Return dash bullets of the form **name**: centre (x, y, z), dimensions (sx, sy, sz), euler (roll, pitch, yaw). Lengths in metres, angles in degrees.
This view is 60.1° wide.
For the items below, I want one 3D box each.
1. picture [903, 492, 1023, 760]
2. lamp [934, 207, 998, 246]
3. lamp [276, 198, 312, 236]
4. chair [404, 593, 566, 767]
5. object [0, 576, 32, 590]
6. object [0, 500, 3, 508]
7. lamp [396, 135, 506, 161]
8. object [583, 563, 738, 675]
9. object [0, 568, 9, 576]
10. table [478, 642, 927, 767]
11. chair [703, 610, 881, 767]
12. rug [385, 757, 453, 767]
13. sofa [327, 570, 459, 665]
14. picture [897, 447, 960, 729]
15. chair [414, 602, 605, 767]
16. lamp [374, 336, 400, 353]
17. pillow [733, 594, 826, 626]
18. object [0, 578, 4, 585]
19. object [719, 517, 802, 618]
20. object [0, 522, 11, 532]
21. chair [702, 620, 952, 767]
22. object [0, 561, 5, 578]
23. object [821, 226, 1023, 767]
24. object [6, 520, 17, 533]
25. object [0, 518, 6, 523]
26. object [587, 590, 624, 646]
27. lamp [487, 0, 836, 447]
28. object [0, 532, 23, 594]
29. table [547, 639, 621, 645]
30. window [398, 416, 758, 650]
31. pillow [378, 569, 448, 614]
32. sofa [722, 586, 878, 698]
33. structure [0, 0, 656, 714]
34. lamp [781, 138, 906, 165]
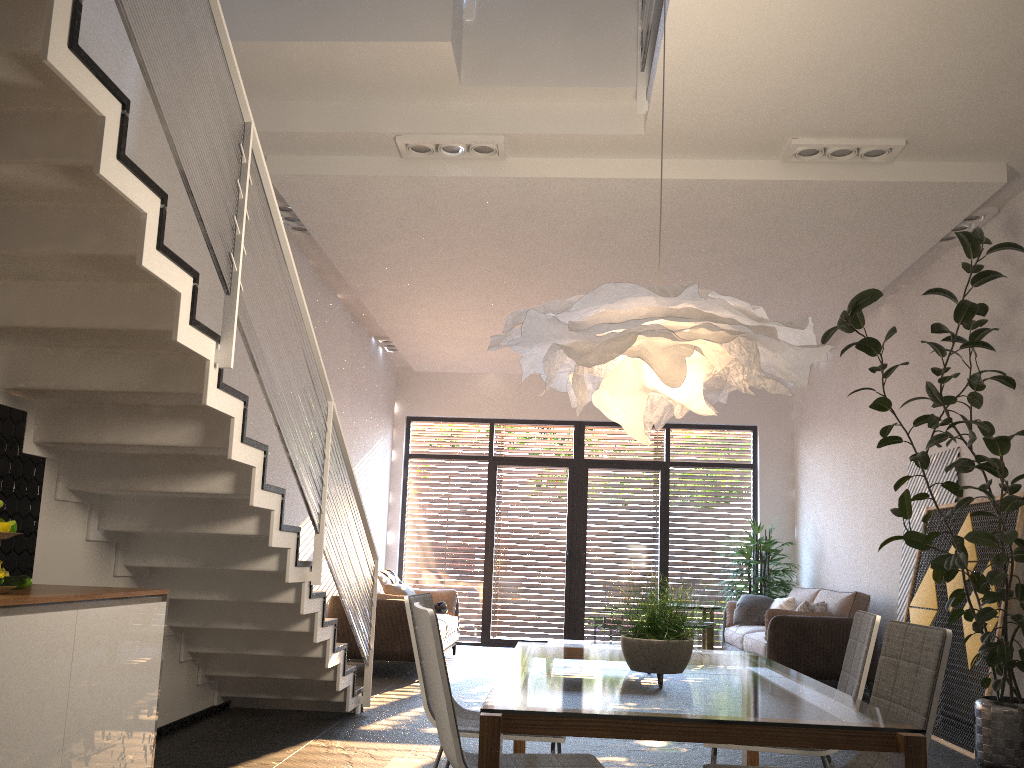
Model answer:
- **picture**: centre (2.999, 1.595, 6.075), dimensions (0.386, 1.592, 1.511), euler (2, -10, 4)
- **lamp**: centre (3.178, -1.130, 6.311), dimensions (0.253, 0.065, 0.651), euler (1, -11, 3)
- **lamp**: centre (-1.639, -1.251, 6.602), dimensions (0.253, 0.065, 0.651), euler (1, -11, 3)
- **chair**: centre (-0.098, 1.255, 3.279), dimensions (0.601, 0.912, 0.479), euler (1, -9, 6)
- **object**: centre (-1.673, 0.637, 2.848), dimensions (0.239, 0.048, 0.062), euler (5, -11, -15)
- **object**: centre (-1.730, 0.407, 2.850), dimensions (0.056, 0.081, 0.182), euler (-4, -12, 32)
- **lamp**: centre (-0.363, -1.450, 5.387), dimensions (0.645, 0.065, 0.256), euler (1, -11, 3)
- **object**: centre (0.496, 0.778, 2.923), dimensions (0.531, 0.364, 0.674), euler (2, -11, -1)
- **object**: centre (-1.715, 0.647, 2.964), dimensions (0.152, 0.072, 0.077), euler (-7, -14, 41)
- **table**: centre (0.461, 1.289, 2.836), dimensions (0.997, 0.708, 1.816), euler (2, -11, 4)
- **chair**: centre (1.001, 1.280, 3.200), dimensions (0.601, 0.912, 0.479), euler (0, -9, 13)
- **rug**: centre (0.453, 1.639, 2.801), dimensions (2.370, 0.006, 3.720), euler (1, -11, 3)
- **sofa**: centre (-1.138, 2.374, 8.991), dimensions (0.993, 0.911, 2.342), euler (2, -11, 4)
- **picture**: centre (3.183, 1.545, 6.849), dimensions (0.207, 2.002, 0.966), euler (2, -9, 4)
- **chair**: centre (0.002, 1.107, 2.531), dimensions (0.602, 0.912, 0.479), euler (4, -9, -11)
- **lamp**: centre (-1.425, -0.473, 10.403), dimensions (0.253, 0.065, 0.651), euler (1, -11, 3)
- **pillow**: centre (2.647, 2.294, 8.827), dimensions (0.618, 0.340, 1.910), euler (1, -11, 4)
- **object**: centre (-1.711, 0.609, 2.765), dimensions (0.218, 0.044, 0.054), euler (11, -14, -39)
- **object**: centre (2.905, 2.407, 10.415), dimensions (0.981, 1.709, 0.918), euler (8, -11, -31)
- **object**: centre (-1.648, 0.468, 2.863), dimensions (0.048, 0.041, 0.045), euler (9, -12, -35)
- **chair**: centre (0.866, 1.129, 2.479), dimensions (0.601, 0.912, 0.479), euler (2, -9, 4)
- **object**: centre (-1.683, 0.594, 2.861), dimensions (0.154, 0.076, 0.079), euler (-6, -13, 38)
- **object**: centre (2.710, 0.591, 5.150), dimensions (0.909, 3.173, 2.026), euler (5, -10, -18)
- **object**: centre (-1.663, 0.476, 2.917), dimensions (0.060, 0.054, 0.059), euler (-6, -13, 37)
- **object**: centre (-1.733, 0.482, 2.943), dimensions (0.101, 0.078, 0.096), euler (2, -10, -1)
- **object**: centre (-0.106, -0.579, 4.644), dimensions (0.365, 4.436, 8.986), euler (0, -11, 15)
- **lamp**: centre (0.595, -2.326, 3.390), dimensions (1.117, 5.169, 1.070), euler (0, -9, 14)
- **object**: centre (-1.751, 0.466, 2.884), dimensions (0.352, 0.422, 0.355), euler (3, -10, -3)
- **table**: centre (0.850, 2.629, 8.368), dimensions (1.049, 0.304, 1.126), euler (1, -11, 3)
- **window**: centre (0.836, 1.912, 11.489), dimensions (4.941, 3.004, 0.463), euler (1, -9, 3)
- **pillow**: centre (-1.287, 2.351, 9.510), dimensions (0.956, 0.702, 1.026), euler (-3, -12, 27)
- **sofa**: centre (2.765, 2.472, 8.755), dimensions (0.993, 0.911, 2.342), euler (2, -11, 4)
- **structure**: centre (0.077, -2.645, 2.449), dimensions (4.233, 8.239, 8.536), euler (2, -10, 4)
- **lamp**: centre (1.953, -1.391, 5.247), dimensions (0.645, 0.065, 0.256), euler (1, -11, 3)
